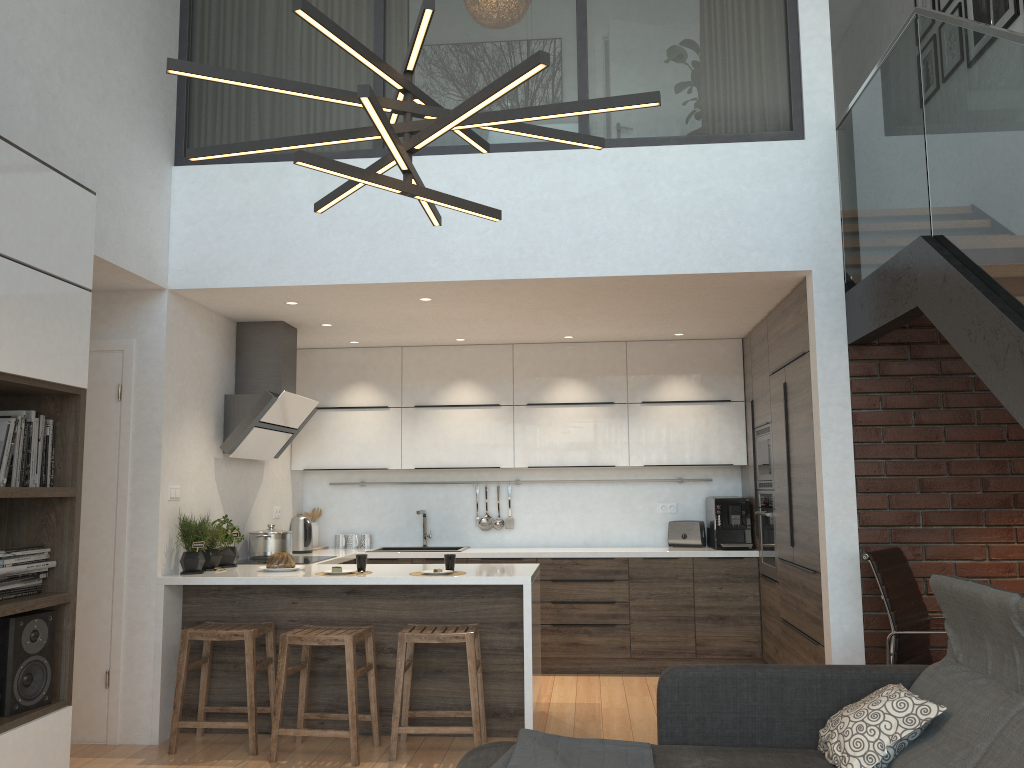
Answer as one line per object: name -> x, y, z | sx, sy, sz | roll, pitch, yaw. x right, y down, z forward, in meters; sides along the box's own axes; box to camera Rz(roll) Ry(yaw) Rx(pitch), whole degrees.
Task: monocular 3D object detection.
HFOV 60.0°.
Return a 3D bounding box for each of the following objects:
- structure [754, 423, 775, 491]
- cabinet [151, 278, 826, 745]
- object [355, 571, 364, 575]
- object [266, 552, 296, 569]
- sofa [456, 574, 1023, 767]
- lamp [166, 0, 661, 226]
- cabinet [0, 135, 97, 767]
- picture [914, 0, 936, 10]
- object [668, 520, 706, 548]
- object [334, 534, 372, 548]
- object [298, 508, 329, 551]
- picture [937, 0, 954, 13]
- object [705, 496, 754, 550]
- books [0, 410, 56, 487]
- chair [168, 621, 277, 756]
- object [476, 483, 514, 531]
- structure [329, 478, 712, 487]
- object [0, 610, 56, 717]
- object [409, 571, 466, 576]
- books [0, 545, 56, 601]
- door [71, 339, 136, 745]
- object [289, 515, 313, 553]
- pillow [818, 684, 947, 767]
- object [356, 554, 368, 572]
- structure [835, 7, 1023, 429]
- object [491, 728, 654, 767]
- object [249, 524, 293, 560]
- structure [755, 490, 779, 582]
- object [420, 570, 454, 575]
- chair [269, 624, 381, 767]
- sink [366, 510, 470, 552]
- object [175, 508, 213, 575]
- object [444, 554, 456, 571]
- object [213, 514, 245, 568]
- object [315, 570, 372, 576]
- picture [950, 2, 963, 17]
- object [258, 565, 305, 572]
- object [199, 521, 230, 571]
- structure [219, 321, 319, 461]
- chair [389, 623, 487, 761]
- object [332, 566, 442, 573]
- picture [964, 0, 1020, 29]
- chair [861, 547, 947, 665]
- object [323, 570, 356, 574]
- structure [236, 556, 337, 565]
structure -> 1.912, 0.491, 5.911 | 0.459, 0.430, 0.595 | -1, -7, 5
cabinet -> -0.033, 0.778, 5.763 | 3.495, 2.401, 2.401 | -1, -7, 5
object -> -0.817, 1.009, 4.738 | 0.025, 0.011, 0.126 | -2, -7, 9
object -> -1.311, 1.005, 5.023 | 0.155, 0.101, 0.161 | -1, -7, 1
sofa -> 0.429, 0.997, 1.693 | 2.108, 0.995, 3.169 | -1, -7, 5
lamp -> -0.266, -2.260, 2.324 | 1.200, 3.645, 0.831 | -2, -7, 15
cabinet -> -1.987, 0.233, 1.441 | 0.338, 2.494, 4.036 | -1, -7, 5
picture -> 3.025, -2.749, 6.489 | 0.025, 0.410, 0.333 | -1, -7, 5
object -> 1.317, 1.129, 6.684 | 0.260, 0.195, 0.177 | -4, -8, 25
object -> -1.248, 1.233, 6.958 | 0.297, 0.105, 0.112 | -1, -7, 7
object -> -1.573, 1.120, 6.877 | 0.221, 0.316, 0.330 | -1, -7, 5
picture -> 2.989, -2.795, 6.082 | 0.025, 0.410, 0.333 | -1, -7, 5
object -> 1.600, 1.016, 6.522 | 0.274, 0.378, 0.532 | -1, -7, 5
books -> -1.874, 0.239, 3.264 | 0.201, 0.287, 0.332 | -1, -7, 5
chair -> -1.474, 1.560, 4.595 | 0.450, 0.600, 0.350 | -1, -7, 5
object -> -0.145, 0.951, 6.927 | 0.320, 0.389, 0.069 | -1, -7, 6
structure -> 0.043, 0.768, 6.940 | 3.000, 0.045, 0.050 | -1, -7, 5
object -> -1.822, 0.997, 3.201 | 0.244, 0.331, 0.214 | -2, -7, 15
object -> -0.396, 1.010, 4.725 | 0.304, 0.002, 0.304 | -6, -9, 37
books -> -1.853, 0.679, 3.185 | 0.224, 0.176, 0.374 | -1, -7, 4
door -> -2.531, 0.824, 4.759 | 0.974, 2.136, 0.085 | -1, -7, 5
object -> -1.539, 1.092, 6.449 | 0.179, 0.270, 0.220 | 0, -7, -8
pillow -> 1.037, 0.939, 1.754 | 0.386, 0.364, 2.734 | -2, -7, 9
object -> -0.825, 0.983, 4.864 | 0.066, 0.093, 0.066 | -6, -9, 40
structure -> 2.238, 0.131, 3.049 | 1.289, 3.460, 5.660 | -1, -7, 5
object -> 0.183, 1.324, 2.702 | 0.548, 0.369, 0.685 | -2, -7, 13
object -> -1.604, 1.045, 5.903 | 0.315, 0.223, 0.288 | 6, -9, -44
structure -> 1.899, 0.988, 5.853 | 0.495, 0.570, 0.595 | -1, -7, 5
object -> -0.396, 0.996, 4.683 | 0.176, 0.014, 0.176 | -2, -7, 9
chair -> -0.921, 1.534, 4.426 | 0.450, 0.600, 0.350 | -2, -7, 10
sink -> -0.696, 1.214, 6.673 | 0.706, 0.518, 0.512 | -1, -7, 5
object -> -1.752, 0.858, 4.887 | 0.186, 0.367, 0.196 | -1, -7, 5
object -> -0.335, 0.969, 4.792 | 0.066, 0.093, 0.066 | 2, -7, -22
object -> -1.707, 0.935, 5.292 | 0.179, 0.311, 0.172 | -2, -7, 16
object -> -0.909, 1.023, 4.798 | 0.305, 0.002, 0.305 | 3, -8, -26
picture -> 2.994, -2.314, 6.024 | 0.025, 0.410, 0.333 | -1, -7, 5
object -> -1.301, 1.042, 5.007 | 0.261, 0.021, 0.261 | 0, -7, -1
object -> -1.730, 0.926, 5.097 | 0.221, 0.283, 0.211 | -3, -7, 18
structure -> -1.586, -0.002, 5.894 | 0.407, 0.998, 0.898 | -1, -7, 5
chair -> -0.362, 1.532, 4.458 | 0.450, 0.600, 0.350 | -1, -7, 2
object -> -0.666, 0.988, 4.715 | 0.597, 0.039, 0.064 | -1, -7, 1
picture -> 2.940, -2.577, 5.486 | 0.025, 0.990, 0.654 | -1, -7, 5
chair -> 1.982, 1.251, 3.967 | 0.700, 0.991, 0.651 | -6, -9, 39
object -> -0.926, 1.011, 4.763 | 0.176, 0.014, 0.176 | 0, -7, -5
structure -> -1.488, 1.140, 5.745 | 0.550, 0.006, 0.609 | -1, -7, 5
